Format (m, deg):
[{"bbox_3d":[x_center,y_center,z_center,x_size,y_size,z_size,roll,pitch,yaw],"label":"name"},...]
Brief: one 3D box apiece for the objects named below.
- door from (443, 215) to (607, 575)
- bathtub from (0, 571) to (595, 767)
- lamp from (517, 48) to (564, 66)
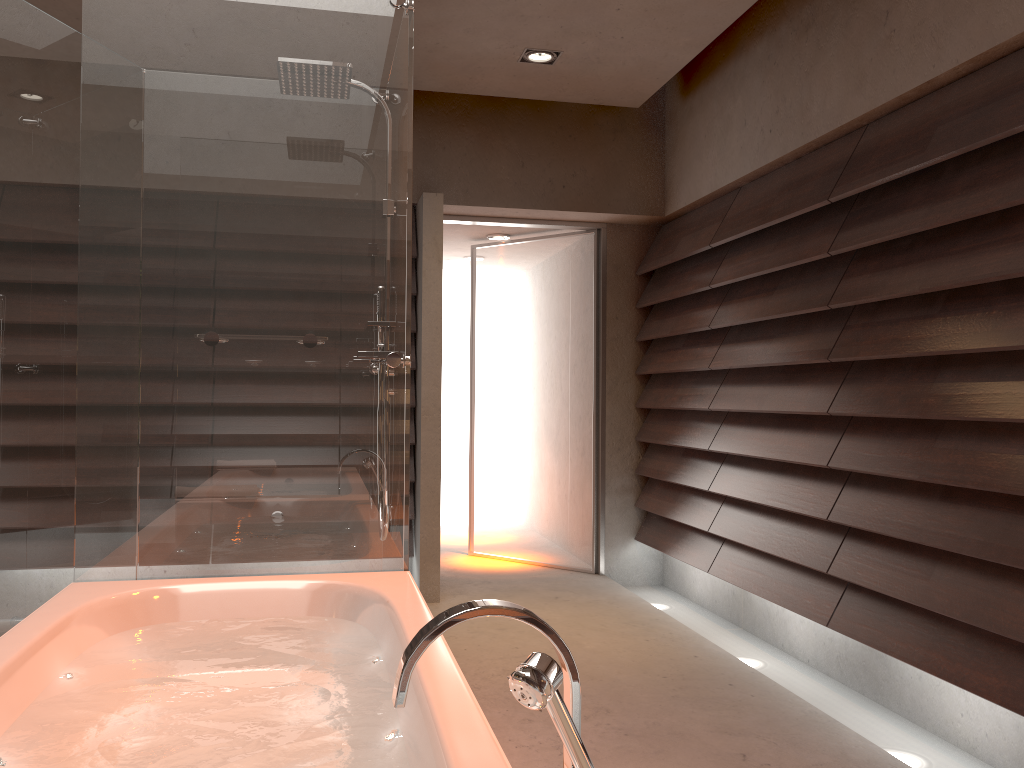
[{"bbox_3d":[-0.042,0.082,5.312,1.007,2.000,0.779,1,-1,-12],"label":"door"},{"bbox_3d":[-0.477,0.643,1.496,0.994,0.761,2.000,1,-1,-12],"label":"bathtub"},{"bbox_3d":[0.123,-1.459,3.896,0.170,0.051,0.165,1,-1,-12],"label":"lamp"}]
